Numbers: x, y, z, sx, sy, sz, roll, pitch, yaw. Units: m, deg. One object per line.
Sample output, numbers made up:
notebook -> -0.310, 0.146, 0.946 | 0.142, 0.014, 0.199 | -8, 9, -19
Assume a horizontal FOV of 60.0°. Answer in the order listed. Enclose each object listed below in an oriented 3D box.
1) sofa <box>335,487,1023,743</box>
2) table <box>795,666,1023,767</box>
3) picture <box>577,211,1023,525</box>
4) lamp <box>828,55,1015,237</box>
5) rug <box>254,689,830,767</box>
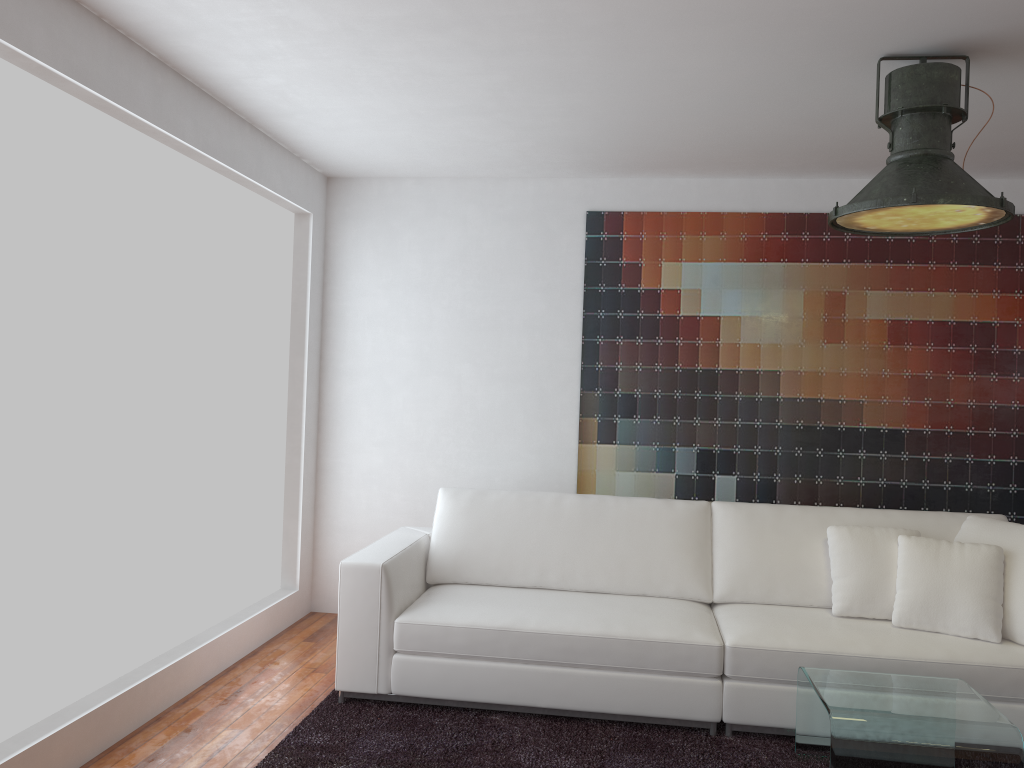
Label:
sofa -> 0.882, 0.952, 3.870 | 3.086, 0.842, 0.987 | 2, 0, 8
table -> 1.280, 1.197, 2.943 | 0.551, 0.337, 0.565 | 2, 0, 8
picture -> 1.745, 0.159, 4.710 | 2.770, 2.136, 0.007 | 2, 0, 8
lamp -> 1.387, -0.830, 3.011 | 0.572, 0.561, 0.572 | 2, 0, 13
rug -> 0.737, 1.356, 2.918 | 3.193, 0.019, 1.895 | 2, 0, 8
